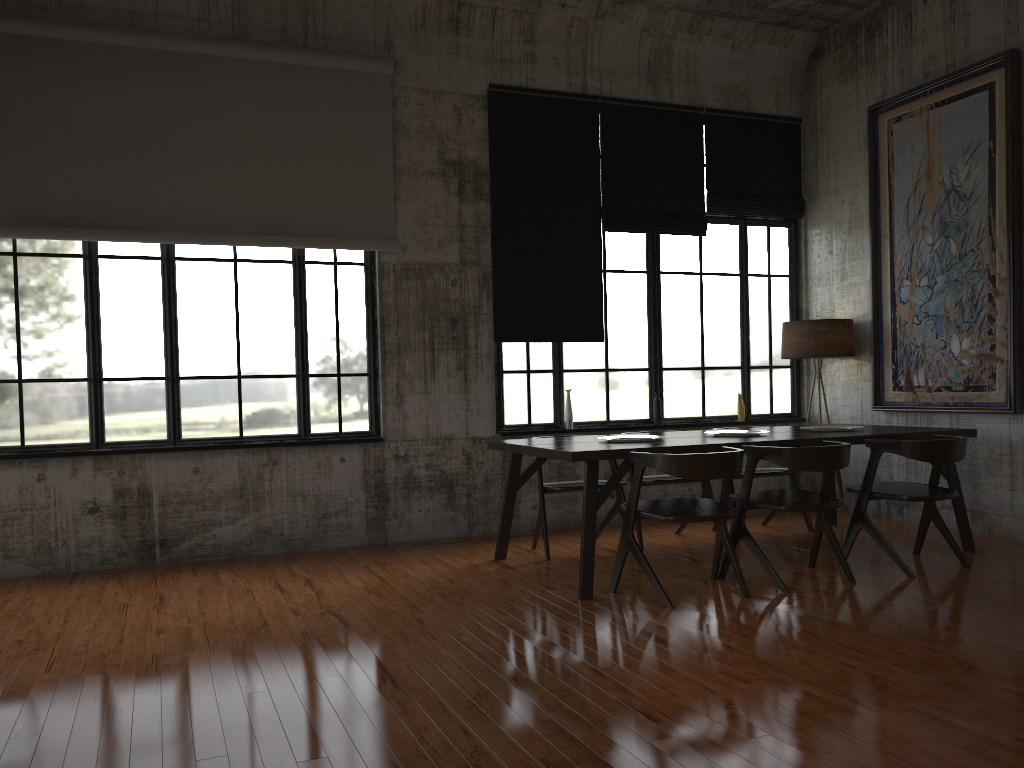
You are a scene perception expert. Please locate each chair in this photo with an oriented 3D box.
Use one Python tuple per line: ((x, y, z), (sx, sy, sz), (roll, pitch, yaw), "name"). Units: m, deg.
((2.012, 0.923, 6.378), (0.878, 0.994, 0.769), (-2, 1, -23), "chair")
((1.400, 0.946, 8.105), (0.878, 0.994, 0.769), (-2, 1, -21), "chair")
((3.009, 0.899, 6.734), (0.878, 0.994, 0.769), (-2, 1, -26), "chair")
((1.176, 0.943, 6.042), (0.878, 0.994, 0.769), (-2, 1, -21), "chair")
((0.565, 0.966, 7.769), (0.878, 0.994, 0.769), (-2, 1, -23), "chair")
((2.340, 0.924, 8.492), (0.878, 0.994, 0.769), (-2, 1, -22), "chair")

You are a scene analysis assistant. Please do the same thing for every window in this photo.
((-3.259, -1.119, 7.555), (4.303, 3.438, 0.050), (-2, 2, -22), "window")
((1.539, -1.234, 9.486), (3.810, 3.438, 0.050), (-2, 2, -22), "window")

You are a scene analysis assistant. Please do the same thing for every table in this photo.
((1.823, 0.925, 7.362), (3.701, 1.007, 1.638), (-1, 0, -22), "table")

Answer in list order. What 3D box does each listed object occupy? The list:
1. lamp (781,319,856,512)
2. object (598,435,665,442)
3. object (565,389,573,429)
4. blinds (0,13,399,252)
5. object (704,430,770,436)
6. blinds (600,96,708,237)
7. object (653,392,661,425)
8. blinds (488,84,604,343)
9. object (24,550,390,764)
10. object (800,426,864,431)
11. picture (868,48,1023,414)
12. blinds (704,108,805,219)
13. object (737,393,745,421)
((3.268, 0.364, 9.440), (0.752, 2.058, 0.752), (-2, 1, -10), "lamp")
((0.936, 0.430, 6.936), (0.526, 0.024, 0.526), (-1, 0, -12), "object")
((0.580, 0.257, 9.035), (0.082, 0.411, 0.082), (-1, 2, 29), "object")
((-3.157, -2.065, 7.376), (4.464, 1.777, 0.136), (-1, 1, -22), "blinds")
((1.853, 0.408, 7.305), (0.526, 0.024, 0.526), (-1, 0, -12), "object")
((1.513, -2.284, 9.351), (1.254, 1.399, 0.052), (-2, 2, -22), "blinds")
((1.545, 0.265, 9.419), (0.080, 0.352, 0.080), (-1, 2, 9), "object")
((0.363, -1.688, 8.922), (1.215, 2.536, 0.034), (-2, 2, -22), "blinds")
((5.890, 1.001, 6.111), (20.823, 0.658, 8.768), (-1, 0, -22), "object")
((2.770, 0.386, 7.674), (0.526, 0.024, 0.526), (-1, 0, -12), "object")
((4.016, -1.289, 8.338), (0.142, 3.123, 1.654), (-2, 1, -22), "picture")
((2.706, -2.441, 9.830), (1.296, 1.143, 0.052), (-2, 2, -22), "blinds")
((2.537, 0.256, 9.816), (0.073, 0.319, 0.074), (-1, 2, 30), "object")
